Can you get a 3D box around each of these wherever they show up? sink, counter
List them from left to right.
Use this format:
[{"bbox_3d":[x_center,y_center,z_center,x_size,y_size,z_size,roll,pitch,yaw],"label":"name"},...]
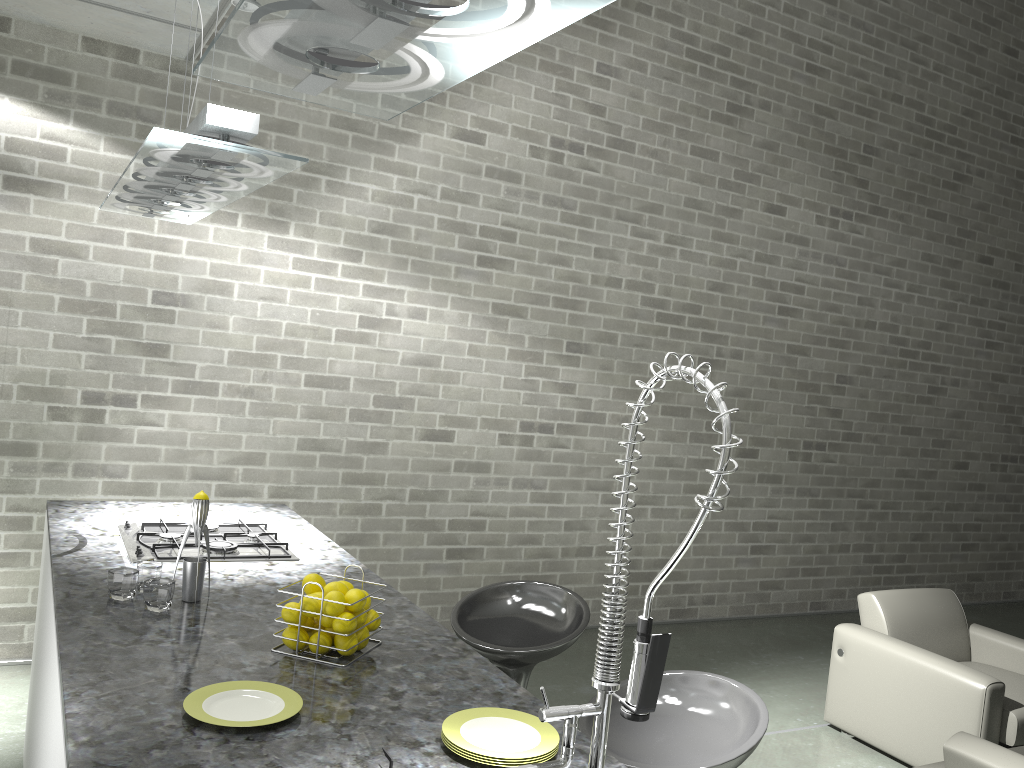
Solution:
[{"bbox_3d":[-0.366,1.114,1.645,0.900,0.960,4.400,5,2,-29],"label":"counter"},{"bbox_3d":[-0.073,0.450,0.991,0.546,1.023,0.987,5,2,-29],"label":"sink"}]

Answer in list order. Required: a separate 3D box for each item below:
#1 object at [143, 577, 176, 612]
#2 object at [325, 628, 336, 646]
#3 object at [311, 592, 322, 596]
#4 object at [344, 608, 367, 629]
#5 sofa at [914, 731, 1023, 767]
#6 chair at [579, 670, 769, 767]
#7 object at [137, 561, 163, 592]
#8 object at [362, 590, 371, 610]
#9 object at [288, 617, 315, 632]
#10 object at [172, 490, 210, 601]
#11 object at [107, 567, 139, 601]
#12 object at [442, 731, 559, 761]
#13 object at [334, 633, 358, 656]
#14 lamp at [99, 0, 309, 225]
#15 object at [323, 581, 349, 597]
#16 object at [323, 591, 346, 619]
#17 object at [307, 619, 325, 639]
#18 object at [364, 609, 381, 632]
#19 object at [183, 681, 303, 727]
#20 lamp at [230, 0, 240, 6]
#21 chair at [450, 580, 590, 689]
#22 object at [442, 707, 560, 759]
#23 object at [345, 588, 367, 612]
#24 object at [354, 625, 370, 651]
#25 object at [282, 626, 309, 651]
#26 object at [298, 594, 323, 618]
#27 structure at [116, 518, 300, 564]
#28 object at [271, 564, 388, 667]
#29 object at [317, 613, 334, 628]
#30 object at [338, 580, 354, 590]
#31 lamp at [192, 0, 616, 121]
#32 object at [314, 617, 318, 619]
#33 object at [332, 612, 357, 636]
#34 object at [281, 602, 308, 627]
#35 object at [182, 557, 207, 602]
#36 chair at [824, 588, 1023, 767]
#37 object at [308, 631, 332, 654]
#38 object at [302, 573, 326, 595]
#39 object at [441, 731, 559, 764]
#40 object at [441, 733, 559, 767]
[{"bbox_3d":[-0.881,0.526,2.209,0.064,0.070,0.063,6,2,9],"label":"object"},{"bbox_3d":[-0.411,0.579,2.058,0.052,0.060,0.057,5,2,-33],"label":"object"},{"bbox_3d":[-0.453,0.511,2.071,0.061,0.051,0.055,5,2,-44],"label":"object"},{"bbox_3d":[-0.365,0.538,2.047,0.062,0.053,0.052,7,2,23],"label":"object"},{"bbox_3d":[2.081,1.506,2.122,0.902,0.717,2.114,5,2,-29],"label":"sofa"},{"bbox_3d":[0.336,1.210,2.174,0.464,0.931,0.457,6,2,-15],"label":"chair"},{"bbox_3d":[-0.965,0.513,2.355,0.063,0.070,0.064,6,2,-21],"label":"object"},{"bbox_3d":[-0.359,0.516,2.100,0.053,0.052,0.061,5,2,-26],"label":"object"},{"bbox_3d":[-0.490,0.556,2.063,0.062,0.053,0.052,6,2,-2],"label":"object"},{"bbox_3d":[-0.835,0.418,2.309,0.088,0.288,0.101,6,2,1],"label":"object"},{"bbox_3d":[-0.996,0.512,2.268,0.064,0.070,0.063,6,2,9],"label":"object"},{"bbox_3d":[-0.022,0.650,1.630,0.217,0.017,0.216,6,2,4],"label":"object"},{"bbox_3d":[-0.375,0.584,2.007,0.052,0.057,0.060,5,2,-37],"label":"object"},{"bbox_3d":[-0.835,-0.985,2.338,0.290,0.964,1.490,5,2,-29],"label":"lamp"},{"bbox_3d":[-0.409,0.485,2.057,0.063,0.053,0.051,5,2,-37],"label":"object"},{"bbox_3d":[-0.399,0.495,1.990,0.052,0.060,0.057,7,2,39],"label":"object"},{"bbox_3d":[-0.460,0.582,2.092,0.061,0.055,0.050,6,2,7],"label":"object"},{"bbox_3d":[-0.343,0.563,2.118,0.061,0.054,0.052,7,2,28],"label":"object"},{"bbox_3d":[-0.505,0.607,1.671,0.217,0.017,0.216,6,2,-3],"label":"object"},{"bbox_3d":[-0.944,-1.416,3.163,0.109,0.135,0.109,7,2,19],"label":"lamp"},{"bbox_3d":[-0.023,1.152,2.908,0.457,0.931,0.464,7,2,42],"label":"chair"},{"bbox_3d":[-0.021,0.646,1.630,0.217,0.017,0.216,6,2,4],"label":"object"},{"bbox_3d":[-0.359,0.494,2.025,0.053,0.051,0.063,6,2,9],"label":"object"},{"bbox_3d":[-0.370,0.589,2.068,0.074,0.063,0.064,6,2,-18],"label":"object"},{"bbox_3d":[-0.492,0.577,2.013,0.061,0.053,0.053,6,2,6],"label":"object"},{"bbox_3d":[-0.451,0.501,2.005,0.063,0.051,0.053,6,2,7],"label":"object"},{"bbox_3d":[-1.010,0.509,2.925,0.500,0.038,0.500,5,2,-29],"label":"structure"},{"bbox_3d":[-0.420,0.527,2.067,0.189,0.174,0.207,7,2,16],"label":"object"},{"bbox_3d":[-0.417,0.530,2.025,0.051,0.053,0.064,5,2,-36],"label":"object"},{"bbox_3d":[-0.409,0.498,2.128,0.063,0.053,0.051,5,2,-26],"label":"object"},{"bbox_3d":[0.086,-0.841,0.641,0.290,0.964,1.490,5,2,-29],"label":"lamp"},{"bbox_3d":[-0.468,0.577,2.150,0.062,0.052,0.053,6,2,1],"label":"object"},{"bbox_3d":[-0.375,0.537,1.986,0.053,0.051,0.063,7,2,20],"label":"object"},{"bbox_3d":[-0.494,0.525,2.018,0.060,0.055,0.053,6,2,4],"label":"object"},{"bbox_3d":[-0.831,0.510,2.311,0.060,0.106,0.060,5,2,-35],"label":"object"},{"bbox_3d":[2.241,1.463,4.354,0.963,0.717,0.910,5,2,-29],"label":"chair"},{"bbox_3d":[-0.433,0.584,2.003,0.053,0.053,0.061,6,2,4],"label":"object"},{"bbox_3d":[-0.469,0.479,2.104,0.059,0.060,0.050,5,2,-39],"label":"object"},{"bbox_3d":[-0.022,0.655,1.630,0.217,0.017,0.216,6,2,4],"label":"object"},{"bbox_3d":[-0.023,0.660,1.630,0.217,0.017,0.216,6,2,4],"label":"object"}]
